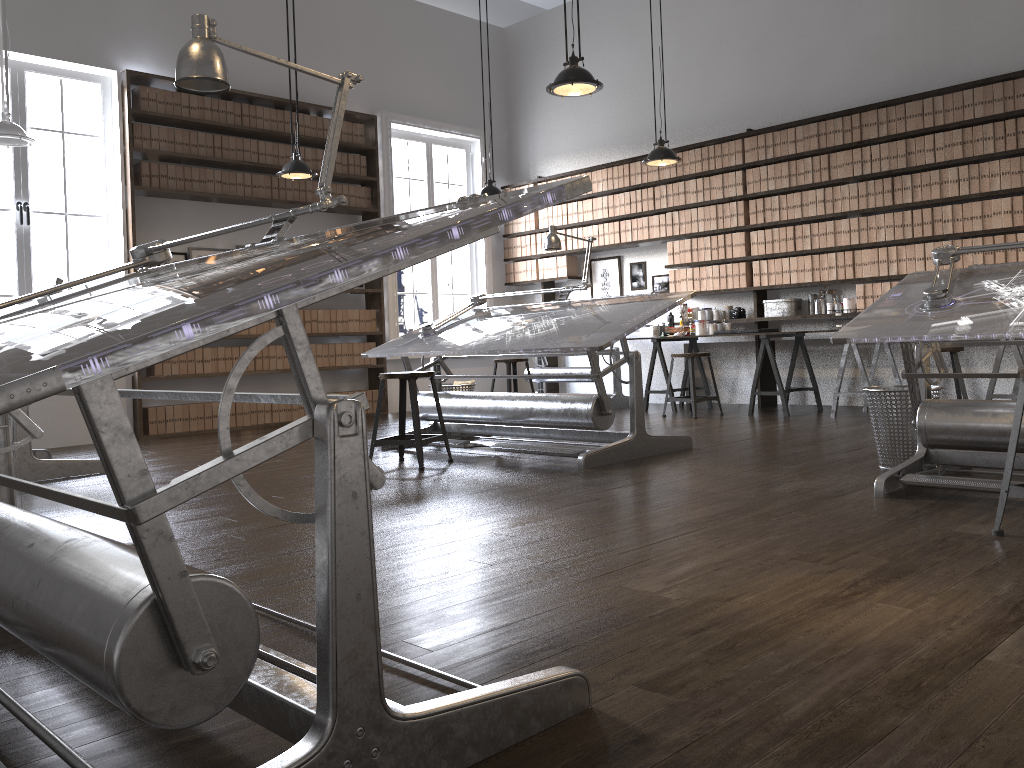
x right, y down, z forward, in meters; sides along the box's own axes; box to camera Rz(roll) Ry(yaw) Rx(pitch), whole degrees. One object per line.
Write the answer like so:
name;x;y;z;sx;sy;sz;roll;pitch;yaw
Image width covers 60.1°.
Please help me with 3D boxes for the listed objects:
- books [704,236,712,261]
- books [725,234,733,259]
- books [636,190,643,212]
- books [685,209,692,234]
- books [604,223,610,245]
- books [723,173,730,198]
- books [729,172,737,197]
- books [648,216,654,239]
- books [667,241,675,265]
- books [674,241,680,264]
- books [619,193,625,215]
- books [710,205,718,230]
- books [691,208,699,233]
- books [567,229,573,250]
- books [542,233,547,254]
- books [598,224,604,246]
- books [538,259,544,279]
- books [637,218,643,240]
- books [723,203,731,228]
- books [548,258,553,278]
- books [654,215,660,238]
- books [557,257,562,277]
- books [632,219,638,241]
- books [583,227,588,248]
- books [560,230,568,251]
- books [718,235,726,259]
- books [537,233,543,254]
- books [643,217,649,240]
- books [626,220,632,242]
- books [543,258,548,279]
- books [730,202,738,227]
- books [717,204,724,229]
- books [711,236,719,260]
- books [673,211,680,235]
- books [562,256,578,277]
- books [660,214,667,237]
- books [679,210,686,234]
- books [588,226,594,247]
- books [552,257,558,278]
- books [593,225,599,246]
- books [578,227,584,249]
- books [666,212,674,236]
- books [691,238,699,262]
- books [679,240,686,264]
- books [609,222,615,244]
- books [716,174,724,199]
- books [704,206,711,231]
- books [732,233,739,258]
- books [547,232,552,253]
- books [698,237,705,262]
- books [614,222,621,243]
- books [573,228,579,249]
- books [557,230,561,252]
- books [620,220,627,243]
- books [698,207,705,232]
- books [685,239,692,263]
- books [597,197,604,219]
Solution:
books;1.856;-1.244;8.186;0.174;0.226;0.066;-3;0;-44
books;2.013;-1.244;8.032;0.175;0.225;0.066;-3;0;-44
books;1.304;-1.793;8.733;0.175;0.225;0.066;-3;0;-44
books;1.710;-1.523;8.330;0.175;0.226;0.066;-3;0;-44
books;1.018;-1.519;9.034;0.175;0.225;0.066;-3;0;-44
books;1.993;-1.789;8.032;0.175;0.225;0.066;-3;0;-44
books;2.036;-1.788;7.986;0.175;0.225;0.066;-3;0;-44
books;1.412;-1.517;8.634;0.175;0.225;0.066;-3;0;-44
books;1.567;-1.246;8.479;0.175;0.226;0.067;-3;0;-44
books;1.619;-1.246;8.429;0.175;0.225;0.066;-3;0;-44
books;1.157;-1.793;8.881;0.174;0.226;0.066;-3;0;-44
books;1.897;-1.521;8.133;0.175;0.226;0.067;-3;0;-44
books;1.756;-1.522;8.278;0.175;0.226;0.067;-3;0;-44
books;0.667;-1.521;9.389;0.175;0.225;0.066;-3;0;-44
books;0.410;-1.530;9.651;0.174;0.226;0.066;-3;0;-44
books;0.970;-1.519;9.076;0.175;0.226;0.067;-3;0;-44
books;0.374;-1.253;9.694;0.175;0.226;0.067;-3;0;-44
books;1.318;-1.518;8.730;0.175;0.226;0.066;-3;0;-44
books;1.998;-1.521;8.038;0.174;0.226;0.066;-3;0;-44
books;0.471;-1.253;9.600;0.175;0.225;0.066;-3;0;-44
books;1.454;-1.517;8.588;0.175;0.225;0.066;-3;0;-44
books;0.569;-1.252;9.504;0.174;0.226;0.066;-3;0;-44
books;1.269;-1.518;8.781;0.174;0.226;0.066;-3;0;-44
books;0.825;-1.521;9.234;0.174;0.226;0.066;-3;0;-44
books;0.602;-1.528;9.451;0.175;0.226;0.067;-3;0;-44
books;1.957;-1.244;8.081;0.175;0.226;0.067;-3;0;-44
books;0.357;-1.530;9.700;0.175;0.226;0.066;-3;0;-44
books;1.361;-1.517;8.678;0.175;0.226;0.067;-3;0;-44
books;1.216;-1.518;8.828;0.174;0.226;0.066;-3;0;-44
books;0.426;-1.253;9.644;0.175;0.225;0.066;-3;0;-44
books;2.044;-1.520;7.985;0.174;0.226;0.066;-3;0;-44
books;1.948;-1.521;8.089;0.175;0.226;0.066;-3;0;-44
books;1.909;-1.244;8.139;0.175;0.226;0.066;-3;0;-44
books;1.610;-1.523;8.428;0.174;0.226;0.066;-3;0;-44
books;0.616;-1.252;9.453;0.175;0.226;0.066;-3;0;-44
books;1.504;-1.516;8.535;0.175;0.226;0.067;-3;0;-44
books;1.662;-1.523;8.381;0.174;0.226;0.066;-3;0;-44
books;0.871;-1.520;9.181;0.174;0.226;0.066;-3;0;-44
books;0.515;-1.252;9.549;0.175;0.226;0.067;-3;0;-44
books;0.920;-1.520;9.127;0.175;0.226;0.066;-3;0;-44
books;0.775;-1.521;9.282;0.175;0.226;0.066;-3;0;-44
books;1.557;-1.523;8.478;0.175;0.226;0.066;-3;0;-44
books;1.759;-1.245;8.290;0.175;0.226;0.066;-3;0;-44
books;1.665;-1.246;8.385;0.175;0.225;0.066;-3;0;-44
books;1.065;-1.519;8.989;0.175;0.225;0.066;-3;0;-44
books;1.943;-1.789;8.077;0.175;0.226;0.067;-3;0;-44
books;1.853;-1.522;8.183;0.175;0.225;0.066;-3;0;-44
books;2.065;-1.243;7.976;0.175;0.225;0.066;-3;0;-44
books;0.462;-1.530;9.604;0.174;0.226;0.066;-3;0;-44
books;1.809;-1.245;8.239;0.174;0.226;0.066;-3;0;-44
books;1.113;-1.519;8.932;0.175;0.226;0.067;-3;0;-44
books;0.723;-1.521;9.330;0.175;0.226;0.067;-3;0;-44
books;0.561;-1.529;9.499;0.175;0.225;0.066;-3;0;-44
books;1.170;-1.519;8.882;0.175;0.226;0.066;-3;0;-44
books;1.808;-1.522;8.227;0.175;0.225;0.066;-3;0;-44
books;1.708;-1.245;8.334;0.175;0.226;0.067;-3;0;-44
books;0.960;-1.794;9.082;0.175;0.225;0.066;-3;0;-44
